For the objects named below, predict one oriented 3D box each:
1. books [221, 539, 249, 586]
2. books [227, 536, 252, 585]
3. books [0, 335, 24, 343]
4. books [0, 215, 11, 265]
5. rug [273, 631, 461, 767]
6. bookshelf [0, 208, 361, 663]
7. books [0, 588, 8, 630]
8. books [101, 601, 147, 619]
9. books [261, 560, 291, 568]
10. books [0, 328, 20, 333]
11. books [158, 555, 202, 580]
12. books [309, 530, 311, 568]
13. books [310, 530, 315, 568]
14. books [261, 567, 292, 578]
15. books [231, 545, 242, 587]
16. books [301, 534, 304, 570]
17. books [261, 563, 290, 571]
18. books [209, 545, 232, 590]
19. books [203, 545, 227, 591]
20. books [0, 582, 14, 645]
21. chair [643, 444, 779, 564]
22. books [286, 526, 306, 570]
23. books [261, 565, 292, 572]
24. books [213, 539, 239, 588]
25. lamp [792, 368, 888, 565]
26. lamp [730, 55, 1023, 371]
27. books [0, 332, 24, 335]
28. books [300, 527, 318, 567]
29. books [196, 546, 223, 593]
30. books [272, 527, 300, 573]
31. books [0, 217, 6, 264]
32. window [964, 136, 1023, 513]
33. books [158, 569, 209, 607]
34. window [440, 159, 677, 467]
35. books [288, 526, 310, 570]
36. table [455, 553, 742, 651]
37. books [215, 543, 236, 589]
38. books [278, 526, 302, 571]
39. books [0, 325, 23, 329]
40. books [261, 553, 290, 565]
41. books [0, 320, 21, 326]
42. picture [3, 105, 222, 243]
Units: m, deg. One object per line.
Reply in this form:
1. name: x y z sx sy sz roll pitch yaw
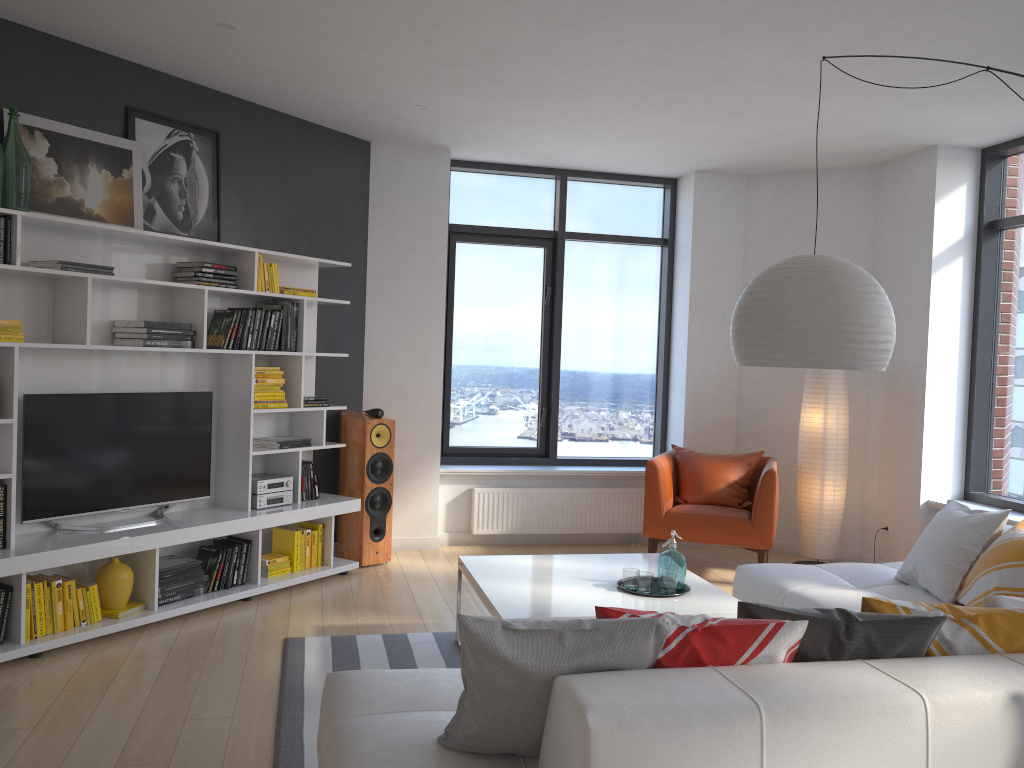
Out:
1. books: -1.653 1.048 5.227 0.191 0.249 0.084 3 2 32
2. books: -1.636 1.043 5.256 0.197 0.260 0.066 3 2 32
3. books: -2.394 -0.213 4.101 0.147 0.033 0.190 3 2 32
4. books: -2.369 -0.660 4.094 0.174 0.230 0.019 3 2 32
5. rug: 0.160 1.347 3.948 2.326 0.016 1.662 2 2 -13
6. bookshelf: -1.972 0.229 4.693 0.455 2.052 3.000 3 2 32
7. books: -2.402 1.054 4.059 0.191 0.249 0.084 3 2 32
8. books: -2.074 1.160 4.592 0.270 0.029 0.204 3 2 17
9. books: -1.482 1.102 5.483 0.134 0.014 0.187 3 2 32
10. books: -2.382 -0.248 4.088 0.113 0.018 0.169 3 2 34
11. books: -1.918 1.011 4.896 0.250 0.047 0.310 3 2 28
12. books: -1.356 1.049 5.693 0.169 0.239 0.023 3 2 32
13. books: -1.340 1.052 5.711 0.172 0.234 0.024 3 2 32
14. books: -1.485 1.154 5.483 0.147 0.033 0.190 3 2 32
15. books: -1.669 1.053 5.193 0.179 0.243 0.068 3 2 31
16. books: -1.382 1.057 5.618 0.156 0.229 0.024 3 2 32
17. books: -1.473 1.119 5.470 0.113 0.018 0.169 3 2 34
18. books: -1.709 1.058 5.118 0.169 0.233 0.081 3 2 31
19. books: -1.737 1.058 5.099 0.187 0.234 0.096 3 2 33
20. books: -2.385 1.049 4.088 0.197 0.260 0.066 3 2 32
21. chair: 1.454 0.900 6.367 0.896 0.858 0.843 3 2 19
22. books: -1.386 1.044 5.645 0.180 0.251 0.019 3 2 32
23. books: -1.487 1.132 5.485 0.148 0.011 0.196 3 2 32
24. books: -1.689 1.046 5.173 0.192 0.254 0.075 3 2 31
25. lamp: 2.397 0.592 6.280 0.804 1.550 0.502 3 2 38
26. lamp: 2.346 0.138 2.936 3.199 2.647 0.710 3 2 23
27. books: -2.396 -0.236 4.103 0.148 0.011 0.196 3 2 32
28. books: -1.329 1.052 5.735 0.172 0.234 0.024 3 2 32
29. books: -1.751 1.057 5.068 0.182 0.234 0.104 3 2 32
30. books: -1.424 1.042 5.586 0.198 0.255 0.044 3 2 32
31. books: -2.390 -0.653 4.074 0.169 0.218 0.038 3 2 32
32. window: 3.375 -0.375 5.453 0.170 2.402 1.310 2 2 -13
33. books: -1.899 1.104 4.893 0.277 0.137 0.343 3 2 27
34. window: 0.360 -0.537 7.259 1.960 2.402 0.170 2 2 -13
35. books: -1.370 1.044 5.667 0.185 0.250 0.035 3 2 32
36. table: 0.369 1.128 4.111 1.091 0.435 1.091 2 2 -13
37. books: -1.679 1.055 5.140 0.172 0.242 0.069 3 2 33
38. books: -1.409 1.040 5.613 0.199 0.263 0.015 3 2 32
39. books: -2.391 -0.265 4.101 0.134 0.014 0.187 3 2 32
40. books: -1.494 1.082 5.486 0.138 0.026 0.186 3 2 32
41. books: -2.403 -0.285 4.104 0.138 0.026 0.186 3 2 32
42. picture: -2.087 -1.154 4.781 0.076 0.707 1.279 3 2 32
